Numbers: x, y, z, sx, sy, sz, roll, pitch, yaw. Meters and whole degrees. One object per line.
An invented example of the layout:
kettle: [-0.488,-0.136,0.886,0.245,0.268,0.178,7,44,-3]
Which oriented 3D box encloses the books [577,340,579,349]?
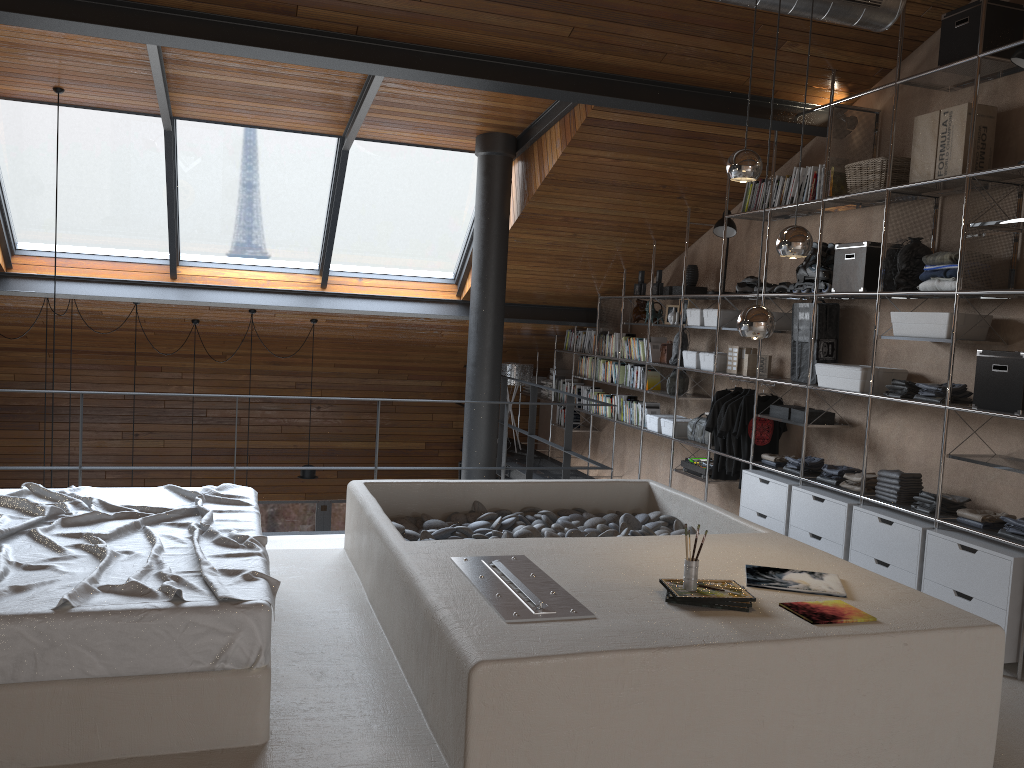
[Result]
books: [0.747,-0.423,9.355,0.112,0.173,0.054,2,4,-18]

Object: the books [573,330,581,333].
books: [0.709,-0.466,9.561,0.129,0.226,0.069,2,4,-18]

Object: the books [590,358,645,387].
books: [1.007,-0.122,8.584,0.138,0.212,1.041,2,4,-18]

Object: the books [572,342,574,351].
books: [0.711,-0.431,9.482,0.119,0.169,0.058,2,4,-18]

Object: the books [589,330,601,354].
books: [0.897,-0.429,9.088,0.191,0.244,0.075,2,4,-18]

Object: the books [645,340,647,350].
books: [1.239,-0.292,7.841,0.127,0.192,0.079,2,4,-18]

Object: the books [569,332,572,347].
books: [0.698,-0.460,9.608,0.146,0.208,0.071,2,4,-18]

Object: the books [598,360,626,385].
books: [0.995,-0.116,8.557,0.139,0.208,0.494,2,4,-18]

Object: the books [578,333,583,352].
books: [0.777,-0.433,9.314,0.131,0.202,0.068,2,4,-18]

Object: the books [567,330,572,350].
books: [0.693,-0.472,9.643,0.160,0.228,0.080,2,4,-18]

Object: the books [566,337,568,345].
books: [0.660,-0.461,9.696,0.131,0.178,0.057,2,4,-18]

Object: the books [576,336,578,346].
books: [0.729,-0.425,9.396,0.111,0.171,0.056,2,4,-18]

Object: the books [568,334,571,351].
books: [0.682,-0.459,9.617,0.130,0.202,0.063,2,4,-18]

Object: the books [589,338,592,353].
books: [0.862,-0.403,9.062,0.131,0.178,0.057,2,4,-18]

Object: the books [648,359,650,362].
books: [1.249,-0.276,7.815,0.119,0.166,0.072,2,4,-18]

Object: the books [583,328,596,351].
books: [0.828,-0.452,9.222,0.143,0.264,0.088,2,4,-18]

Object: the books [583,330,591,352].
books: [0.823,-0.436,9.138,0.148,0.229,0.073,2,4,-18]

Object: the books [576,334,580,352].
books: [0.743,-0.434,9.359,0.111,0.194,0.059,2,4,-18]

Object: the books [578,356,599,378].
books: [0.801,-0.179,9.178,0.130,0.216,0.311,2,4,-18]

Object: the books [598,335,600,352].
books: [0.925,-0.393,8.876,0.148,0.206,0.018,2,4,-18]

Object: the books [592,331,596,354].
books: [0.888,-0.418,9.004,0.148,0.234,0.033,2,4,-18]

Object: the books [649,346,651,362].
books: [1.278,-0.297,7.794,0.161,0.215,0.092,2,4,-18]

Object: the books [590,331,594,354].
books: [0.876,-0.419,9.024,0.148,0.233,0.053,2,4,-18]

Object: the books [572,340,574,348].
books: [0.714,-0.446,9.491,0.127,0.197,0.063,2,4,-18]

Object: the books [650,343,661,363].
books: [1.262,-0.273,7.758,0.112,0.169,0.068,2,4,-18]

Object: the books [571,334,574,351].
books: [0.704,-0.447,9.499,0.127,0.197,0.063,2,4,-18]

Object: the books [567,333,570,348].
books: [0.685,-0.476,9.669,0.148,0.229,0.073,2,4,-18]

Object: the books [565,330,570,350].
books: [0.678,-0.479,9.708,0.169,0.229,0.077,2,4,-18]

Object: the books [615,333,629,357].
books: [1.044,-0.367,8.427,0.148,0.233,0.053,2,4,-18]

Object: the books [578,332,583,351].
books: [0.773,-0.439,9.326,0.137,0.213,0.068,2,4,-18]

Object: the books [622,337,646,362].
books: [1.151,-0.320,8.095,0.139,0.206,0.497,2,4,-18]

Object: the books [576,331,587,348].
books: [0.748,-0.449,9.369,0.122,0.227,0.076,2,4,-18]

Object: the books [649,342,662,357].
books: [1.265,-0.277,7.770,0.117,0.176,0.074,2,4,-18]

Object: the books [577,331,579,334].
books: [0.745,-0.452,9.446,0.161,0.220,0.074,2,4,-18]

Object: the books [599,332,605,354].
books: [0.930,-0.402,8.830,0.129,0.231,0.010,2,4,-18]

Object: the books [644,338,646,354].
books: [1.257,-0.303,7.879,0.164,0.209,0.084,2,4,-18]

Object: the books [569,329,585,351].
books: [0.701,-0.472,9.574,0.143,0.233,0.081,2,4,-18]

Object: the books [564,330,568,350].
books: [0.653,-0.482,9.729,0.148,0.229,0.073,2,4,-18]

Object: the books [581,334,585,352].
books: [0.796,-0.423,9.263,0.126,0.194,0.064,2,4,-18]

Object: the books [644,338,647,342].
books: [1.261,-0.302,7.870,0.170,0.209,0.082,2,4,-19]

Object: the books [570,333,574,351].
books: [0.702,-0.451,9.542,0.127,0.197,0.063,2,4,-18]

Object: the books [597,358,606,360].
books: [0.920,-0.154,8.910,0.143,0.218,0.020,2,4,-18]

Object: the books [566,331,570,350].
books: [0.672,-0.471,9.682,0.149,0.202,0.067,2,4,-18]

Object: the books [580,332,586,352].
books: [0.790,-0.435,9.272,0.133,0.215,0.070,2,4,-18]

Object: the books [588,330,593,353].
books: [0.889,-0.432,9.097,0.191,0.249,0.077,2,4,-18]

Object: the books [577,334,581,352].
books: [0.765,-0.431,9.343,0.138,0.189,0.065,2,4,-18]

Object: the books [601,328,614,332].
books: [0.944,-0.421,8.849,0.143,0.268,0.020,2,4,-18]

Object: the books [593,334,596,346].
books: [0.892,-0.399,8.982,0.143,0.199,0.019,2,4,-18]

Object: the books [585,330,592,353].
books: [0.838,-0.432,9.094,0.148,0.229,0.073,2,4,-18]

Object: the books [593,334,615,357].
books: [0.956,-0.384,8.724,0.131,0.216,0.509,2,4,-18]

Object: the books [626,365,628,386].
books: [1.144,-0.077,8.236,0.169,0.189,0.018,2,4,-18]

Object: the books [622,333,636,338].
books: [1.099,-0.358,8.358,0.148,0.233,0.053,2,4,-18]

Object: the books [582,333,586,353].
books: [0.800,-0.425,9.245,0.123,0.201,0.071,2,4,-18]

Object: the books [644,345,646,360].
books: [1.237,-0.295,7.883,0.127,0.192,0.079,2,4,-18]

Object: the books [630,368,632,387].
books: [1.149,-0.058,8.142,0.130,0.169,0.010,2,4,-18]

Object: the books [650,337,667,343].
books: [1.293,-0.308,7.792,0.177,0.209,0.082,2,4,-18]

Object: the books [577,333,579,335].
books: [0.733,-0.438,9.412,0.111,0.194,0.059,2,4,-18]

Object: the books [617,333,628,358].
books: [1.059,-0.363,8.382,0.148,0.233,0.053,2,4,-18]
